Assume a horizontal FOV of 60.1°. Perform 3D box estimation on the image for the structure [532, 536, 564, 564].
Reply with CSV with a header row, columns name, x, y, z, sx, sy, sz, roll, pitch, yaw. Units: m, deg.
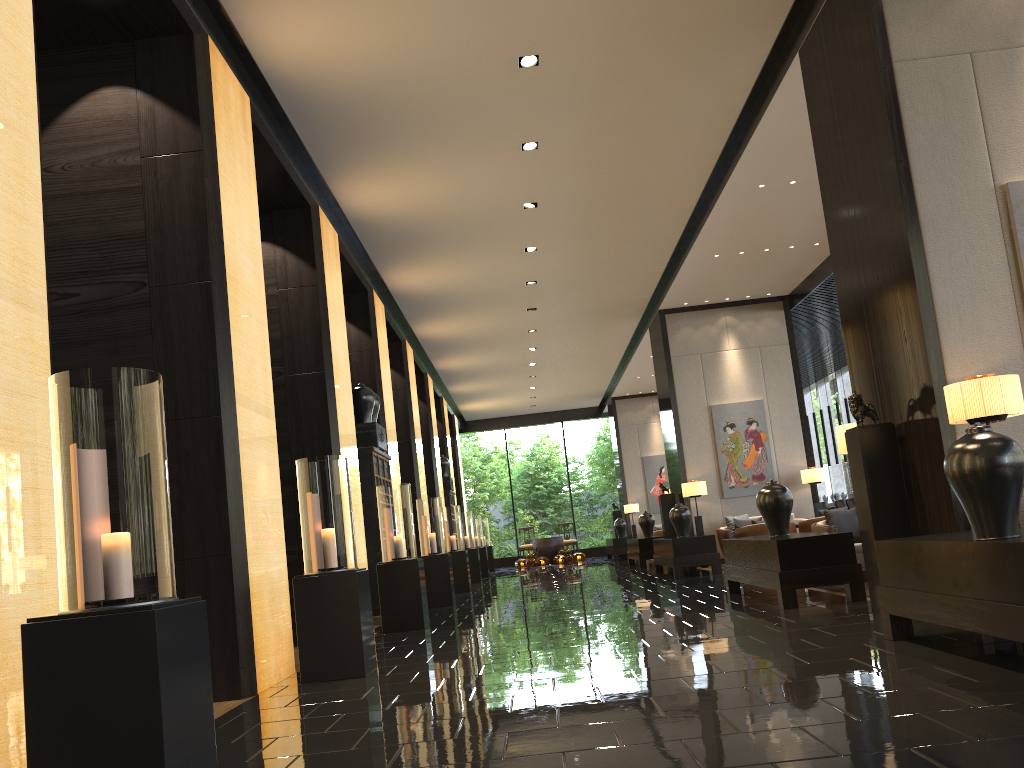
name,x,y,z,sx,sy,sz,roll,pitch,yaw
structure,1.007,4.563,24.254,0.872,0.705,0.882,-5,-9,-11

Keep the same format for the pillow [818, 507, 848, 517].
name,x,y,z,sx,sy,sz,roll,pitch,yaw
pillow,4.250,1.818,11.698,0.399,0.359,0.224,-7,-8,1

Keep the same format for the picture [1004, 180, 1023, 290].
name,x,y,z,sx,sy,sz,roll,pitch,yaw
picture,3.464,-0.517,5.226,0.834,1.491,0.037,-6,-7,1

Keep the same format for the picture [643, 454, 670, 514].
name,x,y,z,sx,sy,sz,roll,pitch,yaw
picture,3.921,2.590,23.055,0.834,1.491,0.037,-6,-7,1

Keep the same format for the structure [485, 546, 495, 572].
name,x,y,z,sx,sy,sz,roll,pitch,yaw
structure,-0.680,4.584,23.172,0.402,0.653,0.405,-6,-8,1

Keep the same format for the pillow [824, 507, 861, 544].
name,x,y,z,sx,sy,sz,roll,pitch,yaw
pillow,3.235,1.370,8.531,0.399,0.359,0.224,-7,-8,1

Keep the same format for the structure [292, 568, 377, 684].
name,x,y,z,sx,sy,sz,roll,pitch,yaw
structure,-1.129,1.534,5.673,0.402,0.653,0.405,-6,-8,1

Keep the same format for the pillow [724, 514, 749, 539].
name,x,y,z,sx,sy,sz,roll,pitch,yaw
pillow,3.507,2.214,13.632,0.432,0.397,0.202,-3,-8,-21

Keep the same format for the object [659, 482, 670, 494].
name,x,y,z,sx,sy,sz,roll,pitch,yaw
object,2.522,1.729,14.703,0.161,0.216,0.103,-5,-7,-11

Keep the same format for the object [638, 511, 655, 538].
name,x,y,z,sx,sy,sz,roll,pitch,yaw
object,2.519,2.612,16.518,0.312,0.489,0.313,-9,-8,19

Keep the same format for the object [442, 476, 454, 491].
name,x,y,z,sx,sy,sz,roll,pitch,yaw
object,-1.448,2.177,19.089,0.365,0.312,0.611,-6,-9,0

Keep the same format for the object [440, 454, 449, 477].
name,x,y,z,sx,sy,sz,roll,pitch,yaw
object,-1.506,1.753,18.979,0.311,0.489,0.314,-3,-9,-26

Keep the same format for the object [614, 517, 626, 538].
name,x,y,z,sx,sy,sz,roll,pitch,yaw
object,2.651,3.509,21.664,0.312,0.489,0.313,-9,-8,19

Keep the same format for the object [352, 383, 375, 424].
name,x,y,z,sx,sy,sz,roll,pitch,yaw
object,-1.730,0.226,10.220,0.311,0.489,0.314,-1,-9,-33

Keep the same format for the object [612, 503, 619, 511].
name,x,y,z,sx,sy,sz,roll,pitch,yaw
object,2.752,3.268,23.613,0.176,0.244,0.116,-7,-7,6

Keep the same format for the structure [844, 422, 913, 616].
name,x,y,z,sx,sy,sz,roll,pitch,yaw
structure,2.395,0.872,5.710,0.240,1.209,0.242,-6,-7,1

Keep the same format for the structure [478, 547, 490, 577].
name,x,y,z,sx,sy,sz,roll,pitch,yaw
structure,-0.754,4.075,20.256,0.402,0.653,0.405,-6,-8,1

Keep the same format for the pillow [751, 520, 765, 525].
name,x,y,z,sx,sy,sz,roll,pitch,yaw
pillow,3.398,1.919,11.707,0.442,0.336,0.206,-8,-8,8

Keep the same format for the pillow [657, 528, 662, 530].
name,x,y,z,sx,sy,sz,roll,pitch,yaw
pillow,3.628,3.481,20.671,0.442,0.336,0.206,-8,-8,8

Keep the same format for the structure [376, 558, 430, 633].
name,x,y,z,sx,sy,sz,roll,pitch,yaw
structure,-1.054,2.042,8.590,0.402,0.653,0.405,-6,-8,1

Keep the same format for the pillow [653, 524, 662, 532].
name,x,y,z,sx,sy,sz,roll,pitch,yaw
pillow,3.737,3.777,22.596,0.432,0.397,0.202,-3,-8,-21

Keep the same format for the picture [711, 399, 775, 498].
name,x,y,z,sx,sy,sz,roll,pitch,yaw
picture,3.692,1.031,14.107,0.834,1.491,0.037,-6,-7,1

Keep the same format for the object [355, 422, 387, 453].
name,x,y,z,sx,sy,sz,roll,pitch,yaw
object,-1.673,0.650,10.330,0.365,0.312,0.611,-6,-9,0

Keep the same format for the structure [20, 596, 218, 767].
name,x,y,z,sx,sy,sz,roll,pitch,yaw
structure,-1.203,1.025,2.757,0.402,0.653,0.405,-6,-8,1

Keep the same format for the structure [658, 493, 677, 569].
name,x,y,z,sx,sy,sz,roll,pitch,yaw
structure,2.623,2.423,14.608,0.240,1.209,0.242,-6,-7,1

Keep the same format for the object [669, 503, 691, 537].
name,x,y,z,sx,sy,sz,roll,pitch,yaw
object,2.421,1.945,12.692,0.312,0.489,0.313,-9,-8,19

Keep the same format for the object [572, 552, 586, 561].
name,x,y,z,sx,sy,sz,roll,pitch,yaw
object,1.803,4.655,23.892,0.369,0.227,0.373,-2,-10,-27

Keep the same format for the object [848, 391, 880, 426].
name,x,y,z,sx,sy,sz,roll,pitch,yaw
object,2.296,0.163,5.798,0.176,0.244,0.116,-6,-7,1

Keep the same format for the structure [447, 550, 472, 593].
name,x,y,z,sx,sy,sz,roll,pitch,yaw
structure,-0.904,3.059,14.423,0.402,0.653,0.405,-6,-8,1

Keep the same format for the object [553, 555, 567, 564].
name,x,y,z,sx,sy,sz,roll,pitch,yaw
object,1.267,4.618,23.344,0.370,0.227,0.372,-7,-9,3

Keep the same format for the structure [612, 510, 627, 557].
name,x,y,z,sx,sy,sz,roll,pitch,yaw
structure,2.852,3.978,23.530,0.240,1.209,0.242,-6,-7,1

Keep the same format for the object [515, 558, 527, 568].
name,x,y,z,sx,sy,sz,roll,pitch,yaw
object,0.271,4.833,23.930,0.370,0.227,0.372,-9,-10,18

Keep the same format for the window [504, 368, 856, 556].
name,x,y,z,sx,sy,sz,roll,pitch,yaw
window,2.152,0.217,10.480,12.053,4.196,32.137,-6,-10,0

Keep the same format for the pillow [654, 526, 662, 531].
name,x,y,z,sx,sy,sz,roll,pitch,yaw
pillow,3.835,3.759,22.439,0.471,0.358,0.221,-6,-8,-3

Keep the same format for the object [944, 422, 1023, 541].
name,x,y,z,sx,sy,sz,roll,pitch,yaw
object,2.002,0.404,3.731,0.312,0.489,0.313,-9,-8,19

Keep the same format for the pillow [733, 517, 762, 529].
name,x,y,z,sx,sy,sz,roll,pitch,yaw
pillow,3.605,2.196,13.474,0.471,0.358,0.221,-6,-8,-3

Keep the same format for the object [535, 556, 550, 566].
name,x,y,z,sx,sy,sz,roll,pitch,yaw
object,0.808,4.669,23.346,0.371,0.227,0.371,-10,-10,23

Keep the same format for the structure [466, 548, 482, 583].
name,x,y,z,sx,sy,sz,roll,pitch,yaw
structure,-0.829,3.567,17.339,0.402,0.653,0.405,-6,-8,1

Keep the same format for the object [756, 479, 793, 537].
name,x,y,z,sx,sy,sz,roll,pitch,yaw
object,2.293,1.076,7.704,0.311,0.489,0.314,-4,-8,-18

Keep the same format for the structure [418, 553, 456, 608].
name,x,y,z,sx,sy,sz,roll,pitch,yaw
structure,-0.979,2.550,11.506,0.402,0.653,0.405,-6,-8,1

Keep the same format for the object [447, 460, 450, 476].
name,x,y,z,sx,sy,sz,roll,pitch,yaw
object,-1.497,1.810,19.309,0.311,0.489,0.314,-4,-8,-18

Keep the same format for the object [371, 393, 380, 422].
name,x,y,z,sx,sy,sz,roll,pitch,yaw
object,-1.722,0.284,10.550,0.311,0.489,0.314,-4,-8,-18
